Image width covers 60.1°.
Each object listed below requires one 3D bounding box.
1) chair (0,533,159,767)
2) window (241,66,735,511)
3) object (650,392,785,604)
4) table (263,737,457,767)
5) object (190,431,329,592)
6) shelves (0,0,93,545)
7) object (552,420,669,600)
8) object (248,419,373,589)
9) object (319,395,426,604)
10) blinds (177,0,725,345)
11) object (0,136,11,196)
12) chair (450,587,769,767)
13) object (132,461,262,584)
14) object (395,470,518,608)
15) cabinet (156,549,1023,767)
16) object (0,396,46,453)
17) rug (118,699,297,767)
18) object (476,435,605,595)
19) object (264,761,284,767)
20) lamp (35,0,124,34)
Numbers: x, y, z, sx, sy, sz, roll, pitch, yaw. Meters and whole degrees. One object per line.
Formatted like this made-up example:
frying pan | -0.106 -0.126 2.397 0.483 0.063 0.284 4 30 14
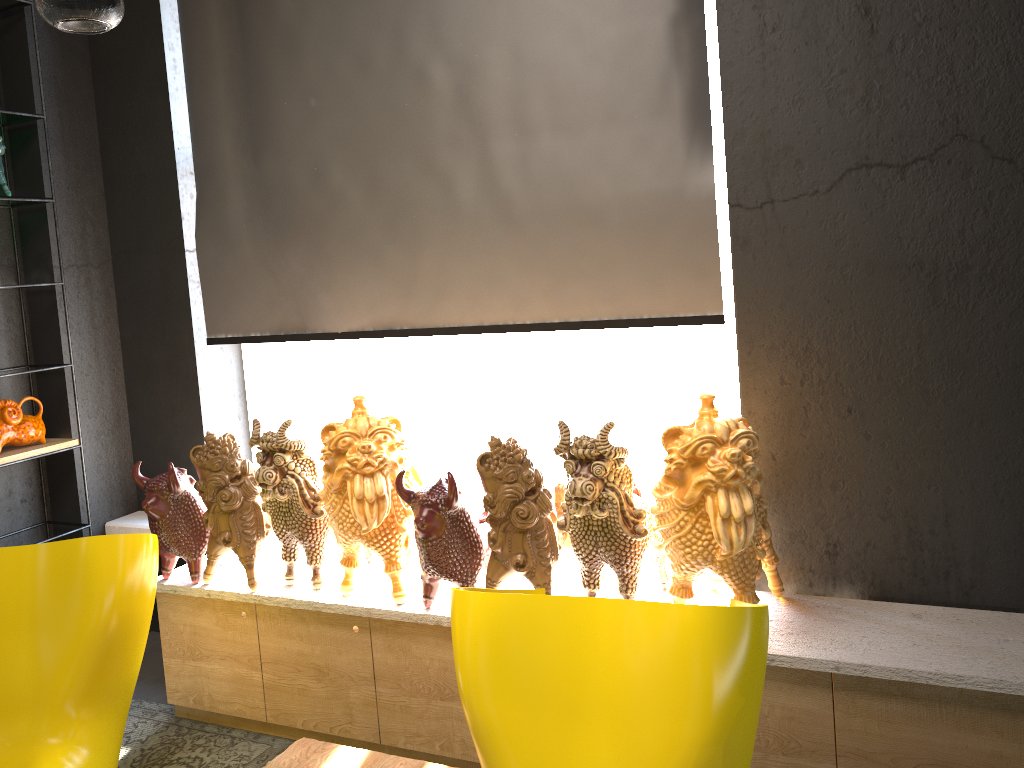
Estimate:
chair | -1.309 0.894 2.302 0.658 0.891 1.076 -5 6 -5
window | -0.258 -1.047 3.513 2.306 3.151 0.051 -2 4 25
object | 0.554 0.328 2.385 0.307 0.651 0.472 -2 6 30
table | -0.440 1.175 1.912 0.693 0.307 0.835 -1 8 25
object | -0.879 0.403 3.112 0.249 0.542 0.478 -2 6 33
shelves | -2.605 -0.523 2.299 0.274 3.887 3.014 -3 6 25
object | 0.273 0.365 2.534 0.271 0.576 0.433 -3 5 18
object | -0.696 0.379 2.989 0.271 0.576 0.433 -3 5 18
object | -0.414 0.341 2.840 0.307 0.651 0.472 -2 6 30
blinds | -2.952 -0.988 3.934 3.544 3.290 12.722 -10 9 -44
object | -2.094 -0.879 3.412 0.152 0.330 0.291 -3 6 18
chair | 0.133 0.876 1.616 0.657 0.891 1.077 -3 6 20
object | -1.119 0.453 3.176 0.219 0.438 0.466 -2 6 30
object | -0.150 0.440 2.721 0.219 0.438 0.466 -2 6 30
cabinet | 0.050 0.911 2.726 2.727 0.527 0.407 -1 6 25
object | -1.985 0.152 3.513 0.138 0.221 0.280 -2 7 26
rug | -0.270 1.353 1.615 3.592 0.010 2.207 -1 9 25
object | 0.089 0.390 2.657 0.249 0.542 0.478 -2 6 33
object | -0.505 0.963 1.858 0.350 0.135 0.524 -2 8 20
lamp | -1.107 -1.506 0.297 2.682 2.260 2.855 -7 7 -21
